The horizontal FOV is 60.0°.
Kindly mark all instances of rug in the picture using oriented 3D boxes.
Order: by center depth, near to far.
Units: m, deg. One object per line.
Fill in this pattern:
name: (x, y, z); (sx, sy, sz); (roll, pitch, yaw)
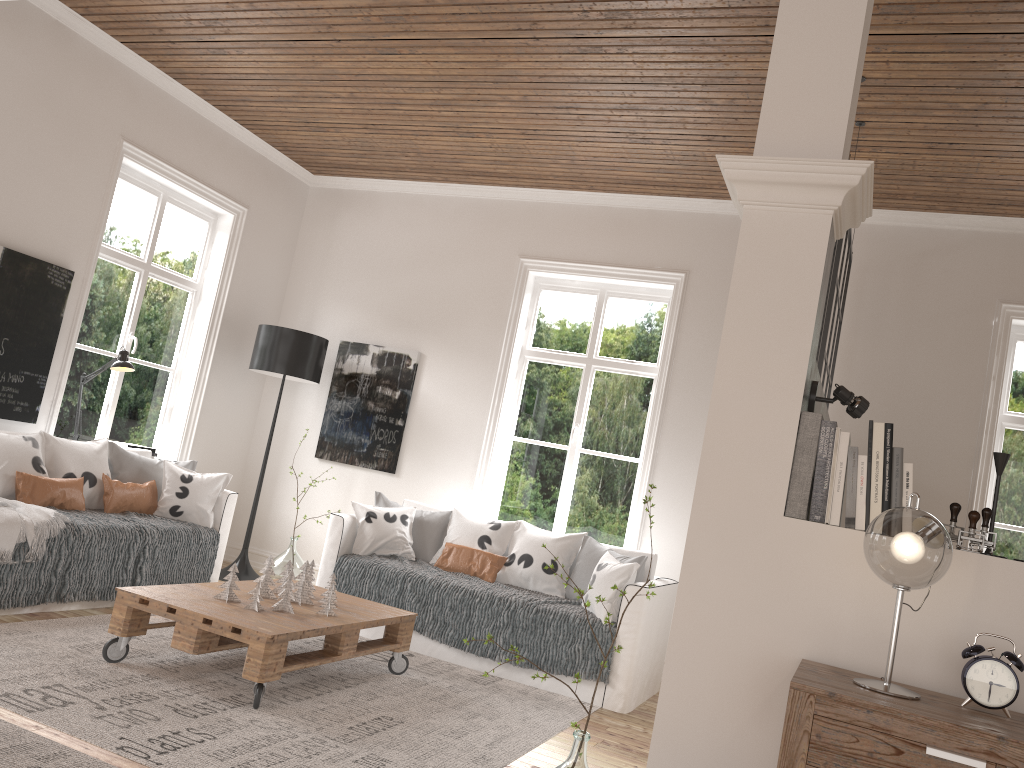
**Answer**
rug: (-1.893, 0.852, 1.560); (2.254, 0.003, 2.474); (9, -7, 23)
rug: (-0.975, 1.286, 3.899); (2.254, 0.003, 2.474); (9, -7, 23)

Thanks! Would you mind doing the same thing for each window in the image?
window: (3.265, 0.632, 4.993); (1.055, 1.872, 0.120); (9, -7, 23)
window: (-2.509, -0.418, 5.910); (0.120, 1.872, 1.055); (9, -7, 23)
window: (0.469, 0.202, 6.170); (1.055, 1.872, 0.120); (9, -7, 23)

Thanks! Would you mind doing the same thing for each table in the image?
table: (-1.066, 1.122, 3.960); (0.821, 0.300, 1.189); (9, -7, 23)

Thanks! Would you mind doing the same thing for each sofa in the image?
sofa: (-2.420, 0.678, 4.606); (0.866, 0.776, 1.960); (9, -7, 23)
sofa: (-0.093, 1.208, 5.230); (1.960, 0.776, 0.866); (9, -7, 23)

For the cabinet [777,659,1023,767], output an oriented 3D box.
cabinet: (1.210, 1.096, 1.645); (1.432, 0.750, 0.408); (9, -7, 23)

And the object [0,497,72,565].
object: (-2.444, 0.637, 4.153); (0.729, 0.255, 0.588); (8, -7, 26)

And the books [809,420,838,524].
books: (0.817, 0.235, 2.318); (0.046, 0.257, 0.193); (9, -7, 23)

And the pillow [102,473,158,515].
pillow: (-2.145, 0.638, 4.994); (0.117, 0.235, 0.414); (9, -6, 22)

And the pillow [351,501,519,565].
pillow: (-0.499, 0.944, 5.399); (1.020, 0.414, 0.417); (11, -6, 5)

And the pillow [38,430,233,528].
pillow: (-2.170, 0.567, 5.053); (1.081, 0.450, 0.403); (17, -8, -43)

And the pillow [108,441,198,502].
pillow: (-2.174, 0.598, 5.252); (0.546, 0.437, 0.292); (15, -7, -34)

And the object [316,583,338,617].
object: (-0.797, 0.941, 3.888); (0.072, 0.142, 0.073); (8, -7, 30)

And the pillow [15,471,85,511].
pillow: (-2.355, 0.573, 4.537); (0.116, 0.220, 0.414); (9, -7, 24)

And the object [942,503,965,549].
object: (1.094, 0.352, 2.201); (0.058, 0.117, 0.032); (12, -6, -3)

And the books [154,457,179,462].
books: (-2.432, 0.518, 6.118); (0.202, 0.012, 0.251); (9, -7, 24)

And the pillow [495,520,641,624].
pillow: (0.346, 1.063, 5.017); (0.403, 0.450, 1.081); (17, -8, -43)

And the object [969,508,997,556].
object: (1.150, 0.359, 2.159); (0.058, 0.117, 0.032); (7, -7, 34)

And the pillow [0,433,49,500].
pillow: (-2.532, 0.411, 4.205); (0.417, 0.414, 1.020); (11, -6, 5)

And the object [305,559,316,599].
object: (-0.971, 0.928, 4.252); (0.090, 0.176, 0.090); (13, -6, -15)

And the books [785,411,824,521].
books: (0.775, 0.221, 2.339); (0.050, 0.271, 0.200); (9, -7, 23)

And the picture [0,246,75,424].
picture: (-2.782, -0.273, 4.828); (0.041, 0.908, 0.680); (9, -7, 23)

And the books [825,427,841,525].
books: (0.840, 0.246, 2.313); (0.019, 0.243, 0.205); (9, -7, 23)

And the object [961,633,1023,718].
object: (1.022, 0.617, 1.892); (0.120, 0.165, 0.050); (9, -7, 23)

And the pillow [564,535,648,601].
pillow: (0.541, 1.112, 5.014); (0.292, 0.437, 0.546); (15, -7, -34)

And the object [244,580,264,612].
object: (-1.063, 0.876, 3.697); (0.068, 0.124, 0.072); (10, -6, 7)

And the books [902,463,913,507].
books: (0.991, 0.297, 2.231); (0.045, 0.185, 0.152); (9, -7, 23)

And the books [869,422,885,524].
books: (0.935, 0.246, 2.276); (0.054, 0.272, 0.200); (9, -7, 23)

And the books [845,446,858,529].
books: (0.867, 0.267, 2.263); (0.044, 0.203, 0.141); (9, -7, 23)

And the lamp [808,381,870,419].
lamp: (0.927, 0.051, 2.506); (0.156, 0.101, 0.101); (9, -7, 23)

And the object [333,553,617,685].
object: (-0.161, 1.287, 5.082); (1.704, 0.390, 0.656); (9, -7, 23)

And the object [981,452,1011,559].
object: (1.201, 0.301, 2.205); (0.085, 0.259, 0.085); (14, -7, -27)

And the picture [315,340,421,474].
picture: (-1.075, 0.159, 6.585); (0.680, 0.908, 0.041); (9, -7, 23)

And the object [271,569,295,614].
object: (-0.962, 0.880, 3.799); (0.097, 0.178, 0.103); (13, -6, -14)

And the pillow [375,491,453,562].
pillow: (-0.644, 0.931, 5.549); (0.541, 0.431, 0.282); (12, -6, -3)

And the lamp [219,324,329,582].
lamp: (-1.729, 0.493, 6.256); (0.499, 1.754, 0.499); (9, -6, 20)

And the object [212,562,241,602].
object: (-1.194, 0.840, 3.778); (0.093, 0.161, 0.088); (8, -7, 32)

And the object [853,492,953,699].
object: (0.847, 0.778, 1.982); (0.180, 1.062, 0.395); (7, -8, 37)

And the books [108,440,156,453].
books: (-2.517, 0.415, 5.865); (0.190, 0.028, 0.239); (8, -7, 25)

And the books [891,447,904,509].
books: (0.970, 0.277, 2.244); (0.047, 0.219, 0.171); (9, -7, 23)

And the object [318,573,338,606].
object: (-0.849, 0.957, 4.159); (0.075, 0.147, 0.075); (16, -7, -35)

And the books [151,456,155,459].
books: (-2.522, 0.462, 5.858); (0.191, 0.023, 0.242); (9, -6, 21)

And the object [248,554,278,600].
object: (-1.112, 0.866, 4.017); (0.112, 0.193, 0.106); (16, -8, -39)

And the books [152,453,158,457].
books: (-2.522, 0.440, 5.872); (0.212, 0.023, 0.258); (9, -7, 23)

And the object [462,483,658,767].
object: (0.116, 0.794, 2.500); (0.515, 1.117, 0.275); (12, -6, -11)

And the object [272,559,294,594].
object: (-1.060, 0.909, 4.179); (0.095, 0.164, 0.090); (8, -7, 29)

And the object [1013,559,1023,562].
object: (1.276, 0.309, 2.143); (0.085, 0.259, 0.085); (14, -7, -27)

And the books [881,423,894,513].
books: (0.957, 0.249, 2.269); (0.048, 0.274, 0.210); (9, -7, 23)

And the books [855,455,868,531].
books: (0.886, 0.278, 2.249); (0.042, 0.185, 0.125); (9, -7, 23)

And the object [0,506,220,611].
object: (-2.303, 0.845, 4.539); (0.651, 0.423, 1.680); (9, -7, 23)

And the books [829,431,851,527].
books: (0.855, 0.252, 2.307); (0.031, 0.236, 0.200); (9, -7, 23)

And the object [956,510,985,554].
object: (1.103, 0.354, 2.126); (0.058, 0.102, 0.032); (9, -6, 18)

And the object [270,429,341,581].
object: (-1.346, 0.883, 6.034); (0.275, 1.117, 0.515); (6, -8, 39)

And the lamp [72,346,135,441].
lamp: (-2.534, 0.100, 5.440); (0.439, 0.703, 0.196); (9, -7, 23)

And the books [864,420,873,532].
books: (0.917, 0.242, 2.281); (0.038, 0.274, 0.200); (9, -7, 23)

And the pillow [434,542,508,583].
pillow: (-0.248, 1.054, 5.213); (0.420, 0.179, 0.127); (9, -7, 24)

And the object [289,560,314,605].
object: (-0.950, 0.900, 4.044); (0.107, 0.195, 0.113); (8, -7, 29)
